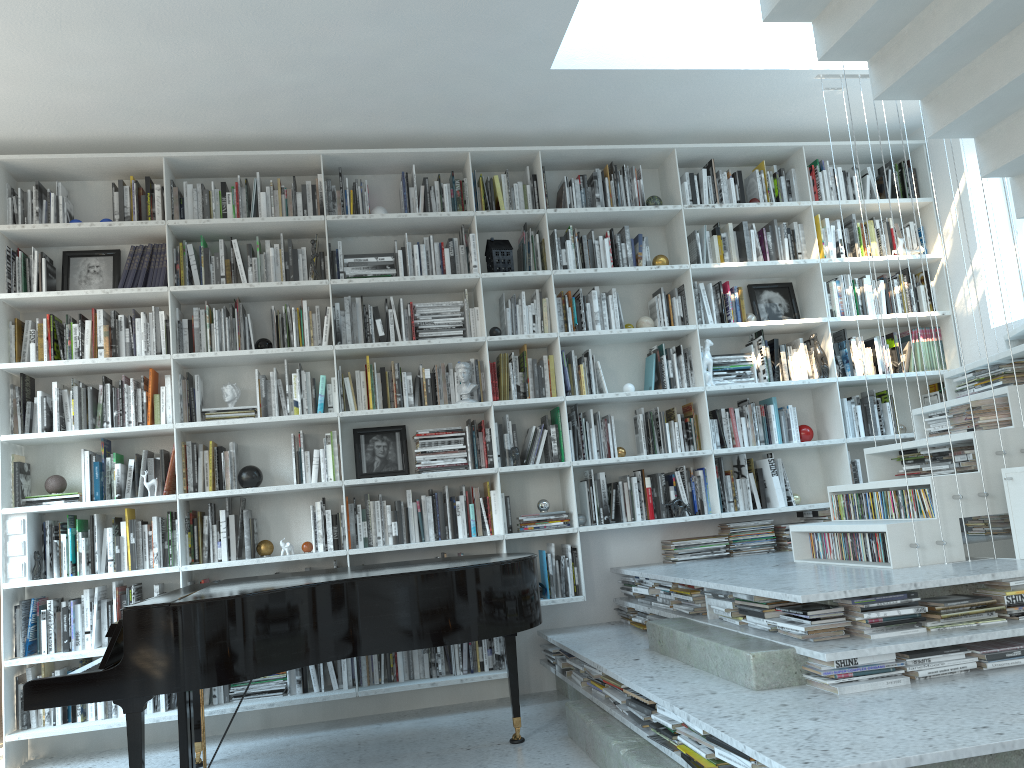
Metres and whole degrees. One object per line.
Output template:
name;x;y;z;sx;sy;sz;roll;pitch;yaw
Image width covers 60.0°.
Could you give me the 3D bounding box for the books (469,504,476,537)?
books;-0.230;0.770;5.000;0.023;0.183;0.169;-4;-8;-11

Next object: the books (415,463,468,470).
books;-0.401;0.470;5.037;0.285;0.012;0.160;-4;-9;-12

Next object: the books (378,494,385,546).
books;-0.723;0.755;4.920;0.013;0.282;0.166;-4;-8;-11

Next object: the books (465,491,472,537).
books;-0.256;0.739;5.025;0.014;0.255;0.145;-4;-8;-11

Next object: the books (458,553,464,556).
books;-0.272;1.080;4.892;0.015;0.293;0.169;-4;-8;-11

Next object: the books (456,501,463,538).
books;-0.305;0.765;4.993;0.023;0.204;0.167;-4;-8;-11

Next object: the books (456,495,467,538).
books;-0.284;0.749;4.999;0.023;0.234;0.175;-4;-8;-11

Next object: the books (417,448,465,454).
books;-0.407;0.387;5.039;0.254;0.012;0.161;-3;-9;-16

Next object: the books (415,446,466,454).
books;-0.408;0.375;5.040;0.285;0.012;0.160;-5;-8;-6

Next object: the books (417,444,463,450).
books;-0.410;0.364;5.047;0.254;0.012;0.161;-4;-9;-8

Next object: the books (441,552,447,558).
books;-0.363;1.081;4.872;0.013;0.302;0.181;-4;-8;-11

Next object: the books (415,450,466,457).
books;-0.406;0.399;5.037;0.285;0.012;0.160;-5;-8;-6

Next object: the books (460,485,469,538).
books;-0.270;0.721;5.018;0.014;0.293;0.137;-4;-8;-11

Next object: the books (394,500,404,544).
books;-0.629;0.770;4.933;0.029;0.237;0.166;-4;-8;-11

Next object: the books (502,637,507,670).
books;-0.033;1.423;4.878;0.038;0.268;0.277;-4;-8;-11

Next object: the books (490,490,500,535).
books;-0.106;0.730;5.025;0.033;0.246;0.176;-4;-8;-11

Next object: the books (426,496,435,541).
books;-0.463;0.755;4.965;0.026;0.245;0.191;-4;-8;-11

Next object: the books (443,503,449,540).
books;-0.378;0.773;4.993;0.021;0.202;0.128;-4;-8;-11

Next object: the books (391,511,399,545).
books;-0.653;0.797;4.917;0.029;0.183;0.175;-4;-8;-11

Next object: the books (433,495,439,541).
books;-0.434;0.753;4.989;0.011;0.251;0.158;-4;-8;-11

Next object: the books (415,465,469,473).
books;-0.399;0.481;5.026;0.285;0.012;0.160;-3;-9;-16

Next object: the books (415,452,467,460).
books;-0.406;0.412;5.042;0.285;0.012;0.160;-4;-9;-9

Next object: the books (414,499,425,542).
books;-0.517;0.765;4.967;0.031;0.236;0.159;-4;-8;-11

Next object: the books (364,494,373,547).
books;-0.798;0.759;4.934;0.027;0.290;0.141;-4;-8;-11

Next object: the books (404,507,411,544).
books;-0.588;0.788;4.935;0.023;0.196;0.165;-4;-8;-11

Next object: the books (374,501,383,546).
books;-0.742;0.774;4.917;0.027;0.245;0.179;-4;-8;-11

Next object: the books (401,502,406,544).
books;-0.609;0.774;4.947;0.013;0.230;0.139;-4;-8;-11

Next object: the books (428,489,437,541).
books;-0.449;0.738;4.995;0.014;0.286;0.135;-4;-8;-11

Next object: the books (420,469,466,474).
books;-0.397;0.505;5.025;0.254;0.012;0.161;-3;-9;-15

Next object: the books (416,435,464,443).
books;-0.415;0.315;5.051;0.254;0.012;0.161;-3;-9;-15

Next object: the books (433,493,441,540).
books;-0.422;0.746;4.981;0.010;0.261;0.181;-4;-8;-11

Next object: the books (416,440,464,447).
books;-0.412;0.339;5.048;0.254;0.012;0.161;-3;-9;-15

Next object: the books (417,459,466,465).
books;-0.402;0.445;5.031;0.254;0.012;0.161;-3;-9;-16

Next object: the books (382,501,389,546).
books;-0.708;0.775;4.939;0.021;0.244;0.141;-4;-8;-11

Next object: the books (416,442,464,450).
books;-0.412;0.352;5.048;0.254;0.012;0.161;-3;-9;-14

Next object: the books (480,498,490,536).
books;-0.164;0.752;5.015;0.042;0.212;0.169;-4;-8;-11

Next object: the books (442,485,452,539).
books;-0.365;0.724;4.992;0.012;0.296;0.178;-4;-8;-11

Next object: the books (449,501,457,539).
books;-0.342;0.767;4.987;0.024;0.207;0.183;-4;-8;-11

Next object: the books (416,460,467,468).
books;-0.401;0.457;5.029;0.285;0.012;0.160;-5;-8;-6

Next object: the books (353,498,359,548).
books;-0.862;0.768;4.902;0.011;0.275;0.146;-4;-8;-11

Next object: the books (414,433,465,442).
books;-0.416;0.304;5.057;0.285;0.012;0.160;-4;-9;-9

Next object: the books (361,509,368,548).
books;-0.816;0.799;4.907;0.024;0.208;0.170;-4;-8;-11

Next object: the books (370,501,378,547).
books;-0.770;0.778;4.930;0.024;0.247;0.132;-4;-8;-11

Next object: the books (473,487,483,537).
books;-0.202;0.726;5.024;0.026;0.271;0.175;-4;-8;-11

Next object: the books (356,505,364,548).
books;-0.840;0.786;4.892;0.027;0.233;0.168;-4;-8;-11

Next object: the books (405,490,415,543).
books;-0.570;0.741;4.959;0.026;0.291;0.152;-4;-8;-11

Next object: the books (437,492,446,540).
books;-0.403;0.742;4.978;0.028;0.264;0.161;-4;-8;-11

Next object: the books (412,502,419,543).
books;-0.544;0.776;4.968;0.025;0.220;0.140;-4;-8;-11

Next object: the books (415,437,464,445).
books;-0.414;0.328;5.052;0.254;0.012;0.161;-3;-9;-14

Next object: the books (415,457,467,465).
books;-0.405;0.436;5.044;0.285;0.012;0.160;-4;-9;-11

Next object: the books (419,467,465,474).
books;-0.399;0.494;5.031;0.254;0.012;0.161;-4;-9;-9

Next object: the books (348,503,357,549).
books;-0.882;0.786;4.903;0.029;0.243;0.154;-4;-8;-11

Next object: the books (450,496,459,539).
books;-0.327;0.753;5.003;0.014;0.234;0.154;-4;-8;-11

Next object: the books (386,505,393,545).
books;-0.681;0.783;4.919;0.023;0.217;0.174;-4;-8;-11

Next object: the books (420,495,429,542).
books;-0.493;0.757;4.988;0.025;0.254;0.136;-4;-8;-11

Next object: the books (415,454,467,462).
books;-0.406;0.424;5.043;0.285;0.012;0.160;-4;-9;-10

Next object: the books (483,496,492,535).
books;-0.138;0.748;5.022;0.011;0.216;0.166;-4;-8;-11

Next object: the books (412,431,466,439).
books;-0.416;0.291;5.052;0.285;0.012;0.160;-3;-9;-16

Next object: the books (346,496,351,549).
books;-0.904;0.768;4.905;0.012;0.284;0.160;-4;-8;-11
